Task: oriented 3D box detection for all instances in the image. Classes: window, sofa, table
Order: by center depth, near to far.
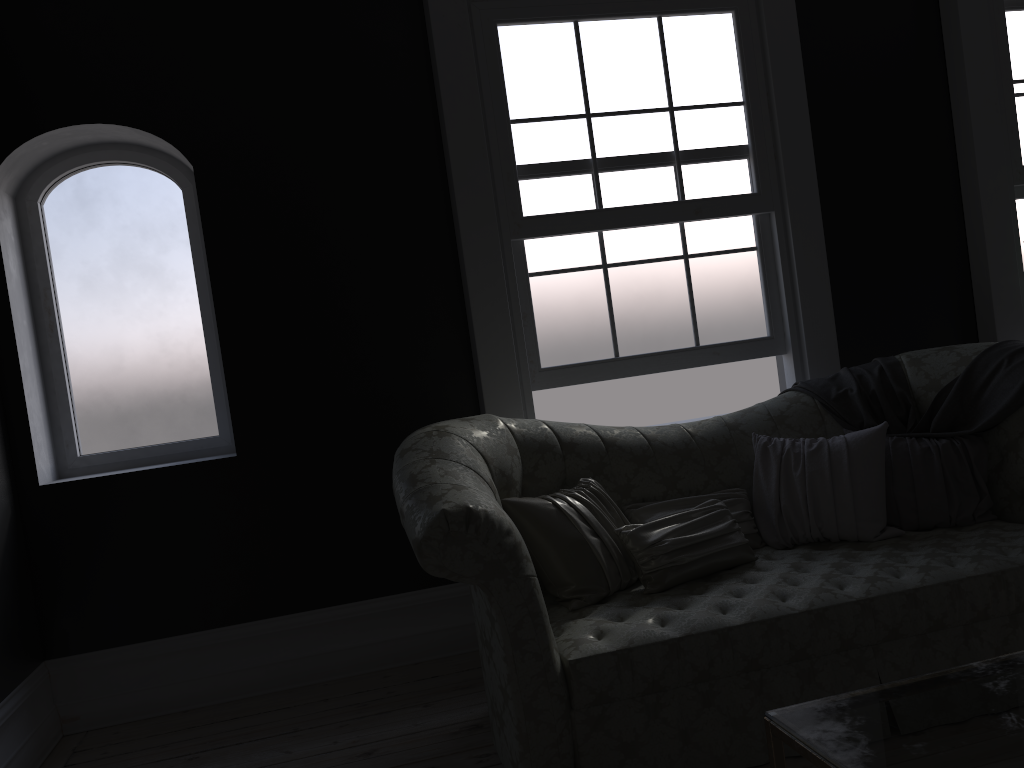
[{"bbox_3d":[1.351,0.818,1.383,1.448,0.558,1.092,-8,1,-12],"label":"table"},{"bbox_3d":[0.964,0.559,3.538,2.811,1.161,1.606,-8,1,-11],"label":"sofa"},{"bbox_3d":[-1.824,-0.374,4.235,0.739,1.458,0.112,-8,2,-12],"label":"window"},{"bbox_3d":[0.617,-0.960,4.340,1.262,1.673,0.056,-8,2,-12],"label":"window"},{"bbox_3d":[3.256,-1.668,4.906,1.262,1.018,0.056,-8,2,-12],"label":"window"}]

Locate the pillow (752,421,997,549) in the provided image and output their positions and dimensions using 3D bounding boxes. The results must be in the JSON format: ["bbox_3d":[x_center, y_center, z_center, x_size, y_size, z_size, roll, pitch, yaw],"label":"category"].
[{"bbox_3d":[1.461,0.379,3.595,0.963,0.462,0.405,-8,2,-5],"label":"pillow"}]

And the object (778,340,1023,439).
[{"bbox_3d":[1.835,0.143,3.827,1.368,0.585,0.516,-7,2,37],"label":"object"}]

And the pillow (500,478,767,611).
[{"bbox_3d":[0.501,0.538,3.366,1.105,0.416,0.529,-8,2,-12],"label":"pillow"}]
